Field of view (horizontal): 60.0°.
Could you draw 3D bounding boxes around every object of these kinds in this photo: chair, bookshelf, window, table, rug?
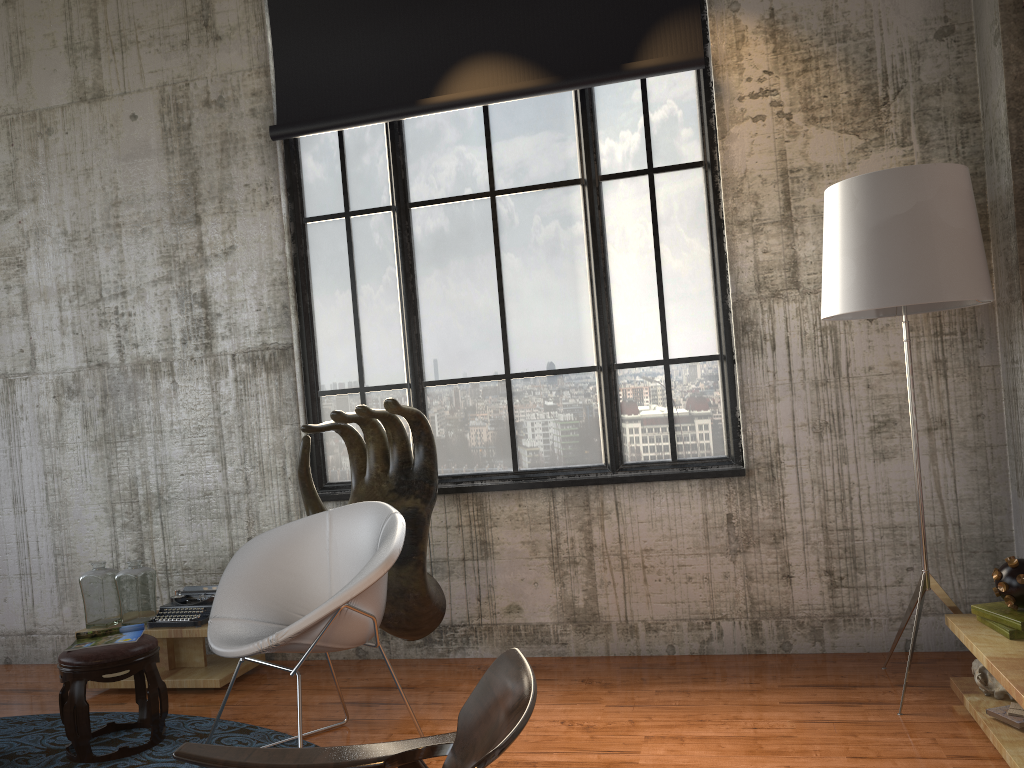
[{"bbox_3d":[-0.433,1.094,1.946,1.043,0.793,0.875,-5,-1,4],"label":"chair"},{"bbox_3d":[1.685,1.137,1.878,0.548,0.359,3.843,-5,-1,14],"label":"bookshelf"},{"bbox_3d":[-0.115,-1.115,5.005,2.581,3.436,0.050,-5,0,14],"label":"window"},{"bbox_3d":[-1.926,1.515,5.036,0.875,0.359,0.475,-5,-1,14],"label":"table"},{"bbox_3d":[-2.618,1.681,2.205,4.840,0.009,4.852,-4,-2,-30],"label":"rug"},{"bbox_3d":[-0.832,1.048,3.663,0.805,1.030,1.059,-5,0,-37],"label":"chair"}]

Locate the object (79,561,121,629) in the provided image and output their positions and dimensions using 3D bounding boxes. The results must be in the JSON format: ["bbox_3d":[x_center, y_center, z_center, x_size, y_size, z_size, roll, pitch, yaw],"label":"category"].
[{"bbox_3d":[-2.323,1.190,5.014,0.163,0.361,0.163,-5,0,12],"label":"object"}]

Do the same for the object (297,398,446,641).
[{"bbox_3d":[-0.721,0.734,4.625,0.728,1.296,0.455,-5,0,25],"label":"object"}]

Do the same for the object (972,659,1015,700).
[{"bbox_3d":[1.974,1.185,3.590,0.183,0.133,0.273,-5,-1,22],"label":"object"}]

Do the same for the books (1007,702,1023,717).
[{"bbox_3d":[1.898,1.205,3.271,0.113,0.016,0.114,-6,-2,38],"label":"books"}]

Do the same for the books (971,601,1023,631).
[{"bbox_3d":[2.027,0.913,3.513,0.243,0.037,0.302,-5,-1,-7],"label":"books"}]

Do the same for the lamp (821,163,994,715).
[{"bbox_3d":[1.763,0.233,3.884,0.695,2.243,0.706,-5,0,36],"label":"lamp"}]

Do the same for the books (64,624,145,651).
[{"bbox_3d":[-1.878,1.171,4.100,0.300,0.043,0.229,-4,-1,-12],"label":"books"}]

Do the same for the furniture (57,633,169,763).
[{"bbox_3d":[-1.831,1.420,4.068,0.431,0.477,0.432,-5,0,-31],"label":"furniture"}]

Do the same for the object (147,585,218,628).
[{"bbox_3d":[-1.798,1.246,4.974,0.424,0.153,0.381,-5,-1,14],"label":"object"}]

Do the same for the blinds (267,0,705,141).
[{"bbox_3d":[-0.254,-2.235,4.826,2.445,1.464,0.150,-5,0,14],"label":"blinds"}]

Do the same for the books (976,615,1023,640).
[{"bbox_3d":[2.030,0.950,3.513,0.243,0.037,0.302,-5,-1,6],"label":"books"}]

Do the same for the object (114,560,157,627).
[{"bbox_3d":[-2.099,1.170,4.959,0.163,0.361,0.163,-5,0,16],"label":"object"}]

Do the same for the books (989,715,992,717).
[{"bbox_3d":[1.913,1.241,3.287,0.162,0.020,0.211,-4,-1,-19],"label":"books"}]

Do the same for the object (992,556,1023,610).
[{"bbox_3d":[2.030,0.792,3.522,0.216,0.208,0.215,-5,0,3],"label":"object"}]

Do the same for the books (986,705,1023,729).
[{"bbox_3d":[1.905,1.222,3.281,0.210,0.021,0.167,-5,-1,-11],"label":"books"}]
